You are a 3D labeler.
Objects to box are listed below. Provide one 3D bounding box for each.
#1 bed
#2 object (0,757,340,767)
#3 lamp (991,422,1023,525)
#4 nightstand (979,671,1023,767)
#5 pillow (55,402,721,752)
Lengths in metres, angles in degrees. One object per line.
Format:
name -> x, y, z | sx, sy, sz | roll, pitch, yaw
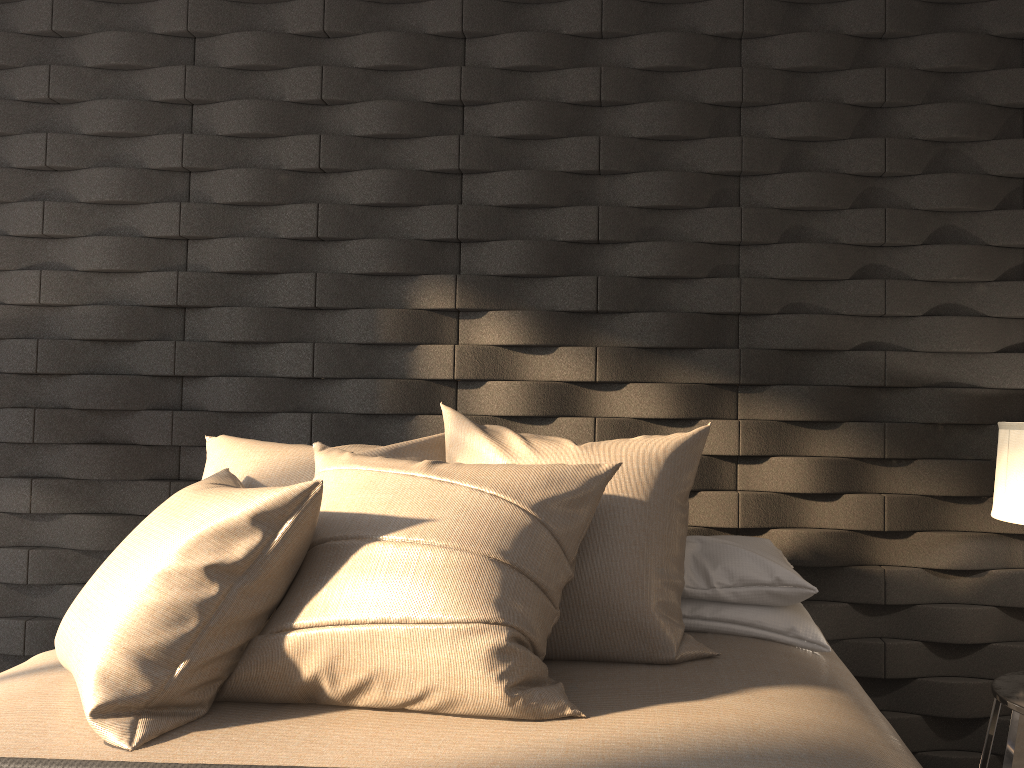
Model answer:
bed -> -0.246, 0.831, 1.272 | 2.273, 0.624, 2.313 | 1, -2, 6
object -> -0.310, 0.638, 0.827 | 2.041, 0.322, 0.621 | 1, -2, 2
lamp -> 1.356, 0.407, 2.024 | 0.489, 0.631, 0.442 | 3, -3, -33
nightstand -> 1.338, 0.957, 2.016 | 0.587, 0.472, 0.654 | -1, -3, 44
pillow -> -0.217, 0.288, 1.689 | 1.246, 0.519, 0.908 | 1, -2, 6
